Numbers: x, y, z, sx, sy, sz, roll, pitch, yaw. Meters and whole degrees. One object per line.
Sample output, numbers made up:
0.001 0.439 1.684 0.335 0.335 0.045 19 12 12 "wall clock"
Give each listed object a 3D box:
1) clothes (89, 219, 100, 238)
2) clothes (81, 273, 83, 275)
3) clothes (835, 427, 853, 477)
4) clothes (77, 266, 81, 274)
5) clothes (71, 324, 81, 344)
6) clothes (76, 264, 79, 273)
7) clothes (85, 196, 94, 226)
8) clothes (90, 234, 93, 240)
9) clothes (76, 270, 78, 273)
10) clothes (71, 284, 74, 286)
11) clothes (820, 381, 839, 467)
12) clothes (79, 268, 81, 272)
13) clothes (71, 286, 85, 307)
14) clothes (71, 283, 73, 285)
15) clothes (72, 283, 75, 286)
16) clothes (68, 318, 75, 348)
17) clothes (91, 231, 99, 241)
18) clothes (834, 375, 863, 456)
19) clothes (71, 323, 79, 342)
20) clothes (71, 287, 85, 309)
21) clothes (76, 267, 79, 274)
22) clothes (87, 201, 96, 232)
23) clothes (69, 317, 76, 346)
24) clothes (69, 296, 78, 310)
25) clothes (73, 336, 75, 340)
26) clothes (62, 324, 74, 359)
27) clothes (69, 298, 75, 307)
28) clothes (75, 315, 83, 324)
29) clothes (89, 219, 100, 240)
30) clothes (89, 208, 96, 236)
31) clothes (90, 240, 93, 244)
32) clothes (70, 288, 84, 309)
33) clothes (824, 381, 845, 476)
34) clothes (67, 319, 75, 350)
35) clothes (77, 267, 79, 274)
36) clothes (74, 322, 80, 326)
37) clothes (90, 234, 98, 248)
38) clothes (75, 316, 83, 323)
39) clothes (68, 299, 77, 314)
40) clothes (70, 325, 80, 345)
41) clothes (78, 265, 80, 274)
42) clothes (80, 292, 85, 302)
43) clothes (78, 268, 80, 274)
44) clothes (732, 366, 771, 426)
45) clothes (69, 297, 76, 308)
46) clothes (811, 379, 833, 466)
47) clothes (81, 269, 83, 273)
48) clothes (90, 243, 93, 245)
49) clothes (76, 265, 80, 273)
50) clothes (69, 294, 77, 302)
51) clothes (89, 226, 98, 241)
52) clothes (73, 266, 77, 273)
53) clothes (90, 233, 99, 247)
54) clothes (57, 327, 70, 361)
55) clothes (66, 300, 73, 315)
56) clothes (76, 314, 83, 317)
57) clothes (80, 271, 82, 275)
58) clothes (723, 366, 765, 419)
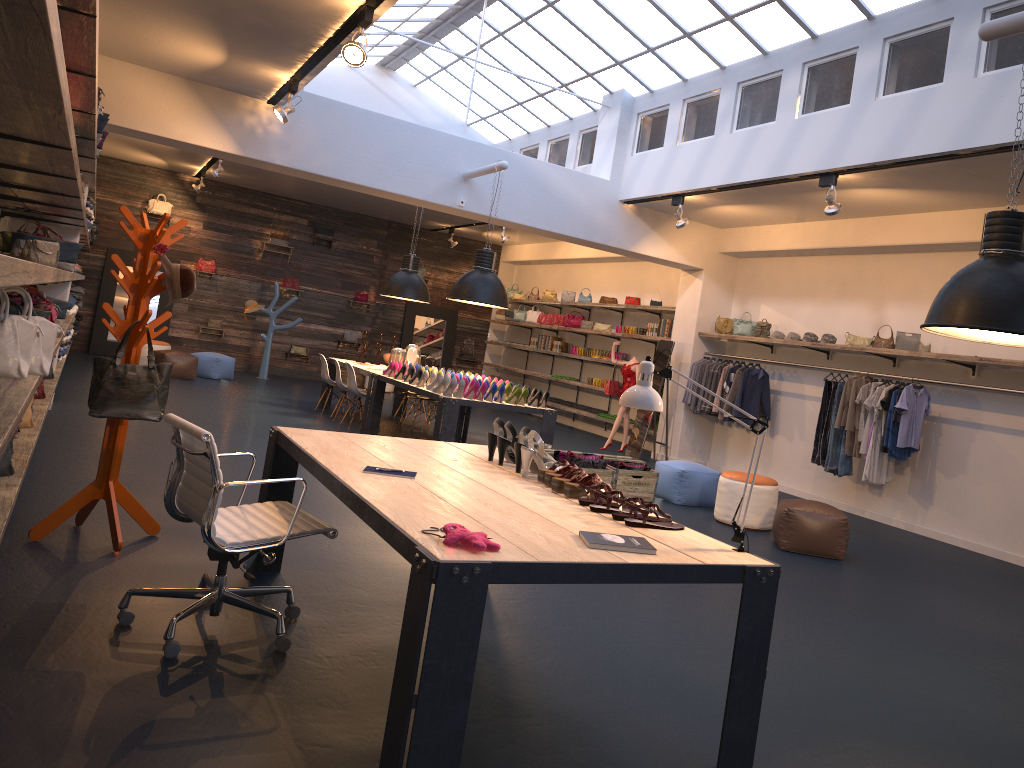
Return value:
-5.719 -2.085 11.536 0.394 0.300 0.305 9 0 -26 "clothes"
-7.457 -1.941 14.698 0.342 0.155 0.327 8 2 -34 "clothes"
3.922 0.526 10.165 0.218 1.141 0.220 11 -3 -21 "clothes"
-6.567 -1.716 12.847 0.342 0.155 0.327 8 2 -34 "clothes"
-6.086 -0.691 11.734 0.392 0.300 0.297 9 0 -39 "clothes"
-5.679 -1.491 10.999 0.342 0.155 0.327 8 2 -34 "clothes"
-4.789 -1.900 9.550 0.268 0.412 0.300 10 -1 -21 "clothes"
-5.993 -2.153 12.079 0.376 0.300 0.285 9 0 -28 "clothes"
-5.388 -1.418 10.393 0.342 0.155 0.327 8 2 -34 "clothes"
-6.964 -1.424 13.643 0.356 0.343 0.370 9 0 -21 "clothes"
3.822 0.484 10.317 0.245 1.052 0.137 11 -3 -30 "clothes"
-6.455 -1.679 12.554 0.362 0.159 0.309 9 1 -8 "clothes"
-6.666 -1.333 13.082 0.416 0.318 0.332 9 0 -42 "clothes"
-7.142 -1.469 14.014 0.356 0.343 0.370 9 0 -21 "clothes"
-7.320 -1.514 14.384 0.356 0.343 0.370 9 0 -21 "clothes"
-5.562 -0.628 10.645 0.281 0.457 0.318 10 -1 -15 "clothes"
-6.958 -2.398 14.115 0.394 0.300 0.305 9 0 -26 "clothes"
3.972 0.366 10.053 0.558 0.951 0.170 10 -3 -34 "clothes"
-6.218 -0.724 12.009 0.376 0.300 0.285 9 0 -28 "clothes"
-6.347 -1.252 12.419 0.416 0.318 0.332 9 0 -42 "clothes"
-5.566 -1.454 10.705 0.362 0.159 0.309 9 1 -8 "clothes"
-4.905 -1.933 9.857 0.268 0.412 0.300 10 -1 -21 "clothes"
-5.707 -0.665 10.948 0.281 0.457 0.318 10 -1 -15 "clothes"
-5.947 -1.097 11.341 0.440 0.241 0.412 9 1 -13 "clothes"
-6.613 -0.795 12.666 0.437 0.252 0.329 9 1 -19 "clothes"
-5.131 -0.504 9.787 0.268 0.412 0.300 10 -1 -21 "clothes"
-5.602 -1.010 10.624 0.453 0.241 0.399 8 1 -29 "clothes"
-7.325 -1.005 14.313 0.392 0.300 0.297 9 0 -39 "clothes"
-5.860 -2.119 11.804 0.392 0.300 0.297 9 0 -39 "clothes"
-5.482 -2.094 11.018 0.281 0.457 0.318 10 -1 -15 "clothes"
-6.388 -2.223 12.736 0.437 0.252 0.329 9 1 -19 "clothes"
-6.186 -1.205 12.106 0.400 0.304 0.326 9 0 -40 "clothes"
3.823 0.510 10.181 0.144 1.141 0.248 7 -4 42 "clothes"
-5.429 -0.595 10.370 0.281 0.457 0.318 10 -1 -15 "clothes"
-5.865 -1.529 11.328 0.362 0.159 0.309 9 1 -8 "clothes"
-6.351 -0.758 12.284 0.372 0.300 0.288 9 0 -22 "clothes"
-7.365 -2.500 14.933 0.372 0.300 0.288 9 0 -22 "clothes"
-7.184 -0.970 14.045 0.394 0.300 0.305 9 0 -26 "clothes"
-5.440 -0.969 10.286 0.440 0.241 0.412 9 1 -13 "clothes"
-5.944 -0.656 11.466 0.394 0.300 0.305 9 0 -26 "clothes"
-6.269 -1.641 12.227 0.342 0.155 0.327 8 2 -34 "clothes"
-6.505 -1.285 12.769 0.400 0.304 0.326 9 0 -40 "clothes"
-6.157 -1.603 11.933 0.362 0.159 0.309 9 1 -8 "clothes"
3.238 0.162 11.619 0.721 0.800 0.163 10 -2 -31 "clothes"
-5.768 -1.052 10.969 0.453 0.241 0.399 8 1 -29 "clothes"
3.746 0.462 10.439 0.245 1.052 0.137 11 -3 -30 "clothes"
-7.344 -1.904 14.405 0.362 0.159 0.309 9 1 -8 "clothes"
-6.716 -2.306 13.419 0.437 0.252 0.329 9 1 -19 "clothes"
-5.978 -1.567 11.621 0.342 0.155 0.327 8 2 -34 "clothes"
-6.109 -1.138 11.678 0.453 0.241 0.399 8 1 -29 "clothes"
-6.125 -2.186 12.354 0.372 0.300 0.288 9 0 -22 "clothes"
-5.275 -1.380 10.100 0.362 0.159 0.309 9 1 -8 "clothes"
-7.100 -2.433 14.383 0.392 0.300 0.297 9 0 -39 "clothes"
-5.014 -0.472 9.480 0.268 0.412 0.300 10 -1 -21 "clothes"
-5.260 -0.924 9.914 0.453 0.241 0.399 8 1 -29 "clothes"
-7.528 -1.056 14.727 0.389 0.299 0.604 9 1 -25 "clothes"
-7.053 -1.830 13.799 0.362 0.159 0.309 9 1 -8 "clothes"
3.176 0.137 11.754 0.752 0.738 0.161 9 -2 -32 "clothes"
